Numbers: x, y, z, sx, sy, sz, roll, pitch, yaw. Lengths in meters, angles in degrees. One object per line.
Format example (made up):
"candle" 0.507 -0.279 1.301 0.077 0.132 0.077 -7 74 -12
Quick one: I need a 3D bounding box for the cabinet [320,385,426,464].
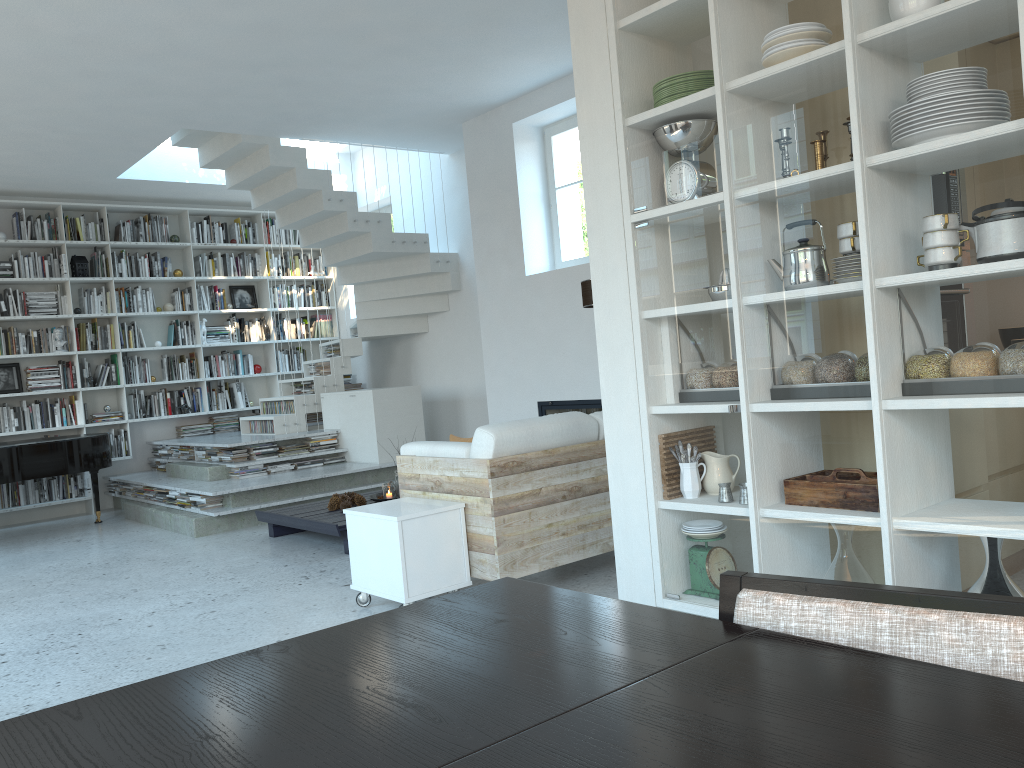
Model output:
"cabinet" -1.349 0.385 8.493 0.551 0.668 0.993 -7 2 -39

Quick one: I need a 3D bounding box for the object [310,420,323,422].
"object" -2.350 0.441 10.730 0.367 0.007 0.206 -6 1 -29

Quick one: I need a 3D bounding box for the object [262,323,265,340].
"object" -2.907 -0.592 10.288 0.022 0.212 0.179 -7 2 -39

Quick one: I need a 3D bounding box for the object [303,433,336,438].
"object" -1.845 0.481 8.457 0.283 0.030 0.177 -6 2 -39

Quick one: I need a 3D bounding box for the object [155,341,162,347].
"object" -3.791 -0.426 9.501 0.071 0.072 0.071 -5 2 10

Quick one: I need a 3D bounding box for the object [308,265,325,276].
"object" -2.350 -1.351 10.612 0.203 0.137 0.095 -6 2 -23

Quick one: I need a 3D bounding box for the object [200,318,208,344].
"object" -3.374 -0.573 9.702 0.087 0.288 0.075 -5 2 -4

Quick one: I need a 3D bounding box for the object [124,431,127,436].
"object" -4.017 0.618 9.238 0.011 0.260 0.142 -7 2 -39

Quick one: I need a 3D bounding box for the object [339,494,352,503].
"object" -1.223 0.853 6.476 0.094 0.108 0.108 -5 2 18

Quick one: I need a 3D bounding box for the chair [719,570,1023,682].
"chair" 0.356 0.687 1.027 0.480 0.783 0.569 -4 2 41

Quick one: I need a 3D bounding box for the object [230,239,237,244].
"object" -3.147 -1.601 10.018 0.071 0.072 0.071 -5 2 10

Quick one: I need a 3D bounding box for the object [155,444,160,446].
"object" -3.720 0.642 9.508 0.131 0.025 0.290 -6 2 -37

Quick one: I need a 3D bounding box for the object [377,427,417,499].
"object" -0.817 0.588 6.504 0.309 0.522 0.435 -5 2 -9

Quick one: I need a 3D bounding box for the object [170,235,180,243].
"object" -3.653 -1.563 9.604 0.104 0.105 0.104 -5 2 9

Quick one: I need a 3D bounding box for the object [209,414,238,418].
"object" -3.250 0.360 9.975 0.285 0.005 0.159 -6 2 -34

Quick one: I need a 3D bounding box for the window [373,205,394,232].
"window" -1.404 -1.422 10.188 0.042 1.227 1.118 -7 2 -39

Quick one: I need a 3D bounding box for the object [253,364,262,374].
"object" -2.942 -0.169 10.215 0.115 0.116 0.115 -4 2 28

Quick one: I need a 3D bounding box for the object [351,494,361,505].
"object" -1.155 0.853 6.537 0.106 0.086 0.091 -6 2 -25

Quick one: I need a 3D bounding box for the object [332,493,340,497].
"object" -1.289 0.850 6.518 0.090 0.106 0.097 -6 2 -18

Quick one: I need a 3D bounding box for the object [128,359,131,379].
"object" -4.056 -0.126 9.361 0.007 0.266 0.135 -7 2 -39

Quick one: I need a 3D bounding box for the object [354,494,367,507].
"object" -1.101 0.850 6.442 0.083 0.100 0.092 -6 2 -34

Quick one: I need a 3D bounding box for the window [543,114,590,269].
"window" 0.647 -1.533 6.920 0.072 1.227 1.118 -7 2 -39

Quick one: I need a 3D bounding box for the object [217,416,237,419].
"object" -3.255 0.382 9.985 0.254 0.006 0.161 -6 2 -39

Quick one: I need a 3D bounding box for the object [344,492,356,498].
"object" -1.197 0.848 6.591 0.099 0.102 0.097 -4 2 21

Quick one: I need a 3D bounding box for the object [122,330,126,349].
"object" -4.097 -0.462 9.319 0.013 0.208 0.140 -7 2 -39

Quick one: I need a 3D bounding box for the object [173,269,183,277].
"object" -3.623 -1.196 9.621 0.100 0.102 0.100 -4 2 28

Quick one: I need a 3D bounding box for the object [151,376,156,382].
"object" -3.847 -0.050 9.486 0.071 0.072 0.071 -5 2 10

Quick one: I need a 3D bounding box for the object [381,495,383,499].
"object" -0.949 0.841 6.544 0.038 0.043 0.039 -4 2 21

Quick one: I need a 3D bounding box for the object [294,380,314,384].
"object" -2.232 -0.023 9.536 0.161 0.025 0.174 -6 2 -35

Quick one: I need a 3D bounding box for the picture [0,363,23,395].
"picture" -4.962 -0.050 8.662 0.300 0.300 0.077 -6 2 -39

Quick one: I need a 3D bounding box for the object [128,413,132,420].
"object" -4.027 0.337 9.317 0.071 0.072 0.071 -5 2 10

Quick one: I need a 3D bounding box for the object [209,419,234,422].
"object" -3.255 0.409 9.984 0.254 0.006 0.161 -6 2 -39

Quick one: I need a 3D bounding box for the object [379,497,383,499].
"object" -0.961 0.848 6.514 0.035 0.035 0.030 -6 2 -16

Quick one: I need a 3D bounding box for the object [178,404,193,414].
"object" -3.514 0.267 9.548 0.064 0.114 0.160 -4 2 38

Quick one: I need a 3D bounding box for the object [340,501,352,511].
"object" -1.168 0.864 6.252 0.081 0.083 0.098 -6 2 -34

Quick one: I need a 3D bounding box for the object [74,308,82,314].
"object" -4.389 -0.734 8.959 0.071 0.072 0.071 -5 2 10

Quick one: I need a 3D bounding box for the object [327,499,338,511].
"object" -1.287 0.875 6.360 0.082 0.085 0.082 -6 2 -25

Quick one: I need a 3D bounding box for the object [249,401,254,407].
"object" -3.002 0.226 10.180 0.071 0.072 0.071 -5 2 10

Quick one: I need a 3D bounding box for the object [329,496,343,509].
"object" -1.282 0.865 6.435 0.114 0.101 0.110 -4 2 33

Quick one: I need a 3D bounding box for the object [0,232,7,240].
"object" -4.960 -1.424 8.596 0.104 0.106 0.104 -4 2 28

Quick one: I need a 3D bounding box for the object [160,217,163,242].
"object" -3.811 -1.646 9.604 0.006 0.298 0.129 -7 2 -39

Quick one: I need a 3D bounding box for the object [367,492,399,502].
"object" -0.857 0.834 6.572 0.429 0.038 0.429 -5 1 1

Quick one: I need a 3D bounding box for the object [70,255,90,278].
"object" -4.393 -1.187 9.010 0.135 0.248 0.135 -4 2 41

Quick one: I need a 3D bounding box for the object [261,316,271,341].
"object" -2.824 -0.633 10.179 0.087 0.288 0.075 -5 2 -4

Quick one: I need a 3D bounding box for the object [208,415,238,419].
"object" -3.257 0.371 9.985 0.285 0.005 0.159 -6 2 -39

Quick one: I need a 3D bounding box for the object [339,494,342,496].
"object" -1.270 0.868 6.673 0.078 0.084 0.098 -6 2 -39

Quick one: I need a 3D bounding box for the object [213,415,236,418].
"object" -3.255 0.365 9.983 0.254 0.006 0.161 -6 2 -38

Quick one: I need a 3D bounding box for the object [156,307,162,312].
"object" -3.801 -0.793 9.535 0.068 0.068 0.068 -4 2 28

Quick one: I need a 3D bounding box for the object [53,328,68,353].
"object" -4.499 -0.431 8.812 0.138 0.244 0.137 -5 2 16

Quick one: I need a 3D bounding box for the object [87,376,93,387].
"object" -4.257 -0.023 8.963 0.054 0.113 0.079 -7 2 -41

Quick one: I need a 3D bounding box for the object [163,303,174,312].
"object" -3.729 -0.823 9.625 0.111 0.113 0.111 -4 2 28

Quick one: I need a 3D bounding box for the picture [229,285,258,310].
"picture" -3.093 -0.989 10.230 0.300 0.300 0.077 -6 2 -39

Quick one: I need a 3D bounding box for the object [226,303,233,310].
"object" -3.205 -0.869 10.021 0.091 0.092 0.091 -5 2 9

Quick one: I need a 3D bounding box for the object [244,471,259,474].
"object" -2.358 0.785 7.888 0.204 0.004 0.140 -6 2 -36

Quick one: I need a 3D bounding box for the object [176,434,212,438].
"object" -3.492 0.572 9.767 0.345 0.007 0.193 -6 2 -44

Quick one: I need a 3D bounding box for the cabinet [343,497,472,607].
"cabinet" -0.507 0.833 4.295 0.380 0.487 0.502 -7 2 -39

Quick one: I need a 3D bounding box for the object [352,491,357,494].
"object" -1.178 0.852 6.653 0.078 0.101 0.086 -4 2 25

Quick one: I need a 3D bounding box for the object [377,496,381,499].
"object" -0.986 0.848 6.592 0.035 0.035 0.030 -7 2 -41

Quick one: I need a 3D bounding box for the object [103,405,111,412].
"object" -4.158 0.252 9.110 0.071 0.072 0.071 -5 2 10

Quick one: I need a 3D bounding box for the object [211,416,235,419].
"object" -3.256 0.376 9.985 0.254 0.006 0.161 -6 2 -39
